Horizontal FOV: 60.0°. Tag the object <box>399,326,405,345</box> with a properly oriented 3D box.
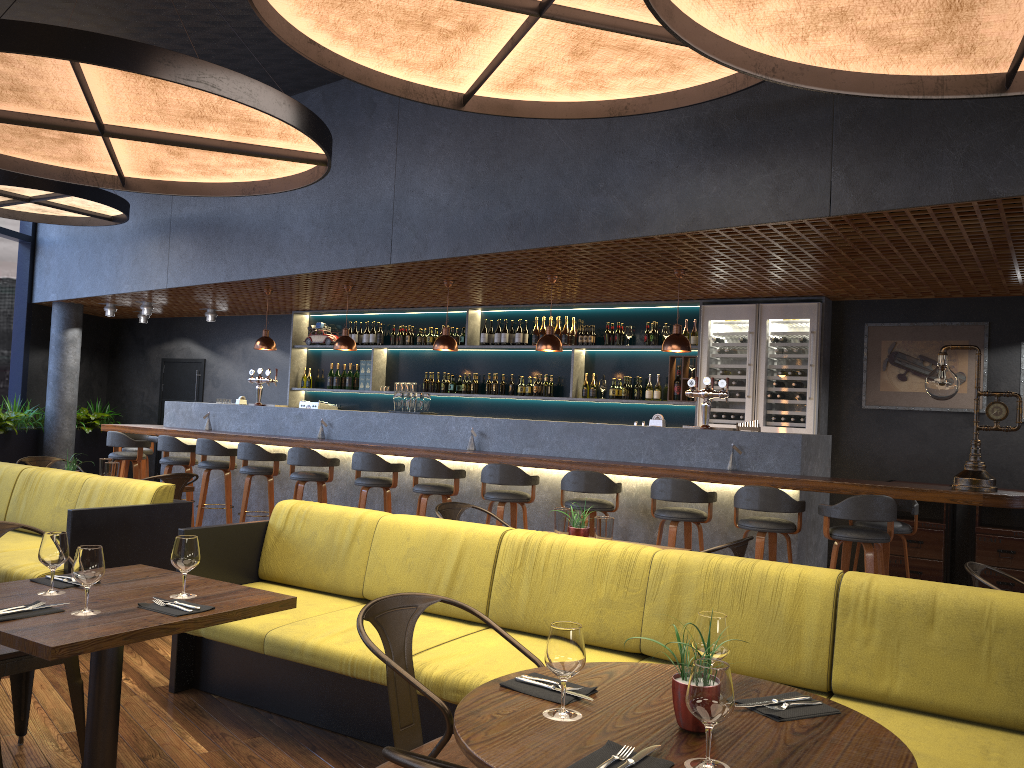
[{"bbox_3d":[-1.386,-0.607,11.178,0.063,0.254,0.063,3,-2,4],"label":"object"}]

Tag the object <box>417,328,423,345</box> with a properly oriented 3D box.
[{"bbox_3d":[-1.141,-0.583,10.986,0.068,0.217,0.068,2,-2,22],"label":"object"}]

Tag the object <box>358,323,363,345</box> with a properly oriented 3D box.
[{"bbox_3d":[-1.989,-0.650,11.639,0.086,0.310,0.085,1,-3,43],"label":"object"}]

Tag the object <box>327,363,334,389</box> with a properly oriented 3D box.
[{"bbox_3d":[-2.396,-0.102,11.745,0.094,0.340,0.094,4,-2,-36],"label":"object"}]

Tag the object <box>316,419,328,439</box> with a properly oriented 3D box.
[{"bbox_3d":[-1.929,0.456,9.017,0.114,0.203,0.069,3,-2,-7],"label":"object"}]

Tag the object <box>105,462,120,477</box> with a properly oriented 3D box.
[{"bbox_3d":[-2.984,0.674,6.608,0.102,0.178,0.102,2,-2,18],"label":"object"}]

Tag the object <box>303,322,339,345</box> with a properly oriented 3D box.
[{"bbox_3d":[-2.547,-0.670,11.958,0.579,0.319,0.229,2,-2,32],"label":"object"}]

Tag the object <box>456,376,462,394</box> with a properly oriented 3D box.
[{"bbox_3d":[-0.636,0.012,10.832,0.088,0.224,0.088,3,-2,7],"label":"object"}]

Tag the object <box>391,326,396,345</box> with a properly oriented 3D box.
[{"bbox_3d":[-1.499,-0.612,11.215,0.063,0.254,0.063,2,-2,14],"label":"object"}]

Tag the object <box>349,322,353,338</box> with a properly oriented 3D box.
[{"bbox_3d":[-2.120,-0.658,11.612,0.085,0.310,0.086,4,-2,-25],"label":"object"}]

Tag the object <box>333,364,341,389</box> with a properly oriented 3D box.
[{"bbox_3d":[-2.305,-0.099,11.704,0.094,0.340,0.094,5,-3,-44],"label":"object"}]

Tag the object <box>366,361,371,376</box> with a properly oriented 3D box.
[{"bbox_3d":[-1.820,-0.202,11.433,0.098,0.192,0.080,2,-2,32],"label":"object"}]

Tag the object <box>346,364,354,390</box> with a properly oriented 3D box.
[{"bbox_3d":[-2.120,-0.094,11.602,0.094,0.340,0.094,3,-2,-18],"label":"object"}]

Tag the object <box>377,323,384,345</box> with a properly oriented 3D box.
[{"bbox_3d":[-1.681,-0.627,11.343,0.083,0.301,0.083,1,-2,39],"label":"object"}]

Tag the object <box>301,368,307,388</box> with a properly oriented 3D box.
[{"bbox_3d":[-2.835,-0.080,12.112,0.079,0.281,0.079,4,-2,-39],"label":"object"}]

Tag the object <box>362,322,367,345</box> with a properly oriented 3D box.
[{"bbox_3d":[-1.907,-0.648,11.586,0.085,0.310,0.086,4,-2,-31],"label":"object"}]

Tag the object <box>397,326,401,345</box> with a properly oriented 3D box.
[{"bbox_3d":[-1.432,-0.605,11.300,0.063,0.254,0.063,2,-2,9],"label":"object"}]

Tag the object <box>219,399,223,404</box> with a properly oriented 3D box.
[{"bbox_3d":[-3.556,0.209,10.835,0.042,0.059,0.042,2,-2,29],"label":"object"}]

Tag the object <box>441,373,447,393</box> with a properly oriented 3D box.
[{"bbox_3d":[-0.831,-0.011,10.865,0.063,0.254,0.063,4,-2,-30],"label":"object"}]

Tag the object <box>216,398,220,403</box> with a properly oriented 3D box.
[{"bbox_3d":[-3.581,0.207,10.795,0.042,0.059,0.042,2,-2,29],"label":"object"}]

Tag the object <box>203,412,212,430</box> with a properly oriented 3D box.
[{"bbox_3d":[-3.409,0.414,9.925,0.114,0.203,0.069,3,-2,-10],"label":"object"}]

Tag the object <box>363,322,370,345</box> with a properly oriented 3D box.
[{"bbox_3d":[-1.868,-0.651,11.458,0.085,0.310,0.086,4,-2,-39],"label":"object"}]

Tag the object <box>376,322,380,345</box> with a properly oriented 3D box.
[{"bbox_3d":[-1.732,-0.643,11.482,0.085,0.310,0.086,3,-2,-17],"label":"object"}]

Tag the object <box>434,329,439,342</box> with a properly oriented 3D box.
[{"bbox_3d":[-0.941,-0.576,11.020,0.088,0.224,0.088,2,-2,27],"label":"object"}]

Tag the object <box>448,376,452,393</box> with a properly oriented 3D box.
[{"bbox_3d":[-0.731,0.009,10.865,0.088,0.224,0.088,3,-2,-3],"label":"object"}]

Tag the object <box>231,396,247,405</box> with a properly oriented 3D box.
[{"bbox_3d":[-3.275,0.218,11.379,0.200,0.106,0.766,2,-2,32],"label":"object"}]

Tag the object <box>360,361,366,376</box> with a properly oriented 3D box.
[{"bbox_3d":[-1.905,-0.205,11.488,0.098,0.192,0.080,2,-2,32],"label":"object"}]

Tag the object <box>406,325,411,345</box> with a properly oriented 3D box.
[{"bbox_3d":[-1.291,-0.605,11.098,0.063,0.254,0.063,4,-3,-40],"label":"object"}]

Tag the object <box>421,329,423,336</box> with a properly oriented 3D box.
[{"bbox_3d":[-1.140,-0.579,11.127,0.068,0.217,0.068,1,-2,37],"label":"object"}]

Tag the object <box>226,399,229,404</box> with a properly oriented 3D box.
[{"bbox_3d":[-3.511,0.214,10.918,0.042,0.059,0.042,2,-2,29],"label":"object"}]

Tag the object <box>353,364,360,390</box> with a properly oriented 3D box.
[{"bbox_3d":[-2.047,-0.088,11.677,0.094,0.340,0.094,4,-2,-36],"label":"object"}]

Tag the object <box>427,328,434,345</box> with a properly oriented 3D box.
[{"bbox_3d":[-1.004,-0.582,10.935,0.088,0.224,0.088,2,-2,27],"label":"object"}]

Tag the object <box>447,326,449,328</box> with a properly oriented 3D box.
[{"bbox_3d":[-0.790,-0.587,10.912,0.063,0.254,0.063,4,-2,-30],"label":"object"}]

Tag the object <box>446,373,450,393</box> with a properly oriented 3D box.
[{"bbox_3d":[-0.787,-0.006,10.942,0.063,0.254,0.063,3,-2,4],"label":"object"}]

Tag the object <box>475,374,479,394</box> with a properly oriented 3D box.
[{"bbox_3d":[-0.431,0.002,10.665,0.063,0.254,0.063,3,-2,4],"label":"object"}]

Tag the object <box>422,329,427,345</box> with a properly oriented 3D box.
[{"bbox_3d":[-1.085,-0.578,11.061,0.068,0.217,0.068,4,-2,-38],"label":"object"}]

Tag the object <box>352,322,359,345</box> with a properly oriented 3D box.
[{"bbox_3d":[-2.042,-0.656,11.561,0.085,0.310,0.086,4,-2,-31],"label":"object"}]

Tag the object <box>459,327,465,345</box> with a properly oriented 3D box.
[{"bbox_3d":[-0.587,-0.571,10.674,0.088,0.224,0.088,5,-3,-43],"label":"object"}]

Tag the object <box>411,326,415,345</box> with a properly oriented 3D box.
[{"bbox_3d":[-1.263,-0.600,11.209,0.063,0.254,0.063,4,-2,-20],"label":"object"}]

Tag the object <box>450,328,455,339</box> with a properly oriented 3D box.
[{"bbox_3d":[-0.726,-0.572,10.727,0.068,0.217,0.068,2,-2,17],"label":"object"}]

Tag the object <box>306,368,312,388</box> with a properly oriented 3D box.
[{"bbox_3d":[-2.757,-0.078,12.066,0.079,0.281,0.079,1,-2,36],"label":"object"}]

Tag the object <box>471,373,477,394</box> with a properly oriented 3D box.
[{"bbox_3d":[-0.455,-0.002,10.584,0.063,0.254,0.063,3,-2,-16],"label":"object"}]

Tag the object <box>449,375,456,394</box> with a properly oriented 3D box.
[{"bbox_3d":[-0.720,0.005,10.751,0.088,0.224,0.088,5,-3,-43],"label":"object"}]

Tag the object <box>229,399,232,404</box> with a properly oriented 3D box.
[{"bbox_3d":[-3.484,0.217,10.960,0.042,0.059,0.042,2,-2,29],"label":"object"}]

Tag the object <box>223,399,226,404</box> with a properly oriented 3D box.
[{"bbox_3d":[-3.523,0.212,10.868,0.042,0.059,0.042,2,-2,29],"label":"object"}]

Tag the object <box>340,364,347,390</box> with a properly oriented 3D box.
[{"bbox_3d":[-2.228,-0.093,11.778,0.094,0.340,0.094,4,-2,-36],"label":"object"}]

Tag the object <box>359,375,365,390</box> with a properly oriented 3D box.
[{"bbox_3d":[-1.915,-0.013,11.480,0.098,0.192,0.080,2,-2,32],"label":"object"}]

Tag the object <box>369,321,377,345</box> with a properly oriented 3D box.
[{"bbox_3d":[-1.782,-0.648,11.401,0.085,0.310,0.086,4,-2,-25],"label":"object"}]

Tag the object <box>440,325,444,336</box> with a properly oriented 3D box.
[{"bbox_3d":[-0.848,-0.592,10.843,0.063,0.254,0.063,3,-2,-10],"label":"object"}]

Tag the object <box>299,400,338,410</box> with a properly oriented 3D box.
[{"bbox_3d":[-2.637,0.497,11.743,0.355,0.569,0.550,2,-2,32],"label":"object"}]

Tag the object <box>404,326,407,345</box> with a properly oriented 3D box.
[{"bbox_3d":[-1.352,-0.603,11.255,0.063,0.254,0.063,3,-2,4],"label":"object"}]

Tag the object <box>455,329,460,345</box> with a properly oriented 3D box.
[{"bbox_3d":[-0.671,-0.567,10.803,0.068,0.217,0.068,1,-2,37],"label":"object"}]

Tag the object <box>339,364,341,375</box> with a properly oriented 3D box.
[{"bbox_3d":[-2.322,-0.096,11.820,0.094,0.340,0.094,1,-2,38],"label":"object"}]

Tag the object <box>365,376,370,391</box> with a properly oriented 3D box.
[{"bbox_3d":[-1.829,-0.010,11.427,0.098,0.192,0.080,2,-2,32],"label":"object"}]
